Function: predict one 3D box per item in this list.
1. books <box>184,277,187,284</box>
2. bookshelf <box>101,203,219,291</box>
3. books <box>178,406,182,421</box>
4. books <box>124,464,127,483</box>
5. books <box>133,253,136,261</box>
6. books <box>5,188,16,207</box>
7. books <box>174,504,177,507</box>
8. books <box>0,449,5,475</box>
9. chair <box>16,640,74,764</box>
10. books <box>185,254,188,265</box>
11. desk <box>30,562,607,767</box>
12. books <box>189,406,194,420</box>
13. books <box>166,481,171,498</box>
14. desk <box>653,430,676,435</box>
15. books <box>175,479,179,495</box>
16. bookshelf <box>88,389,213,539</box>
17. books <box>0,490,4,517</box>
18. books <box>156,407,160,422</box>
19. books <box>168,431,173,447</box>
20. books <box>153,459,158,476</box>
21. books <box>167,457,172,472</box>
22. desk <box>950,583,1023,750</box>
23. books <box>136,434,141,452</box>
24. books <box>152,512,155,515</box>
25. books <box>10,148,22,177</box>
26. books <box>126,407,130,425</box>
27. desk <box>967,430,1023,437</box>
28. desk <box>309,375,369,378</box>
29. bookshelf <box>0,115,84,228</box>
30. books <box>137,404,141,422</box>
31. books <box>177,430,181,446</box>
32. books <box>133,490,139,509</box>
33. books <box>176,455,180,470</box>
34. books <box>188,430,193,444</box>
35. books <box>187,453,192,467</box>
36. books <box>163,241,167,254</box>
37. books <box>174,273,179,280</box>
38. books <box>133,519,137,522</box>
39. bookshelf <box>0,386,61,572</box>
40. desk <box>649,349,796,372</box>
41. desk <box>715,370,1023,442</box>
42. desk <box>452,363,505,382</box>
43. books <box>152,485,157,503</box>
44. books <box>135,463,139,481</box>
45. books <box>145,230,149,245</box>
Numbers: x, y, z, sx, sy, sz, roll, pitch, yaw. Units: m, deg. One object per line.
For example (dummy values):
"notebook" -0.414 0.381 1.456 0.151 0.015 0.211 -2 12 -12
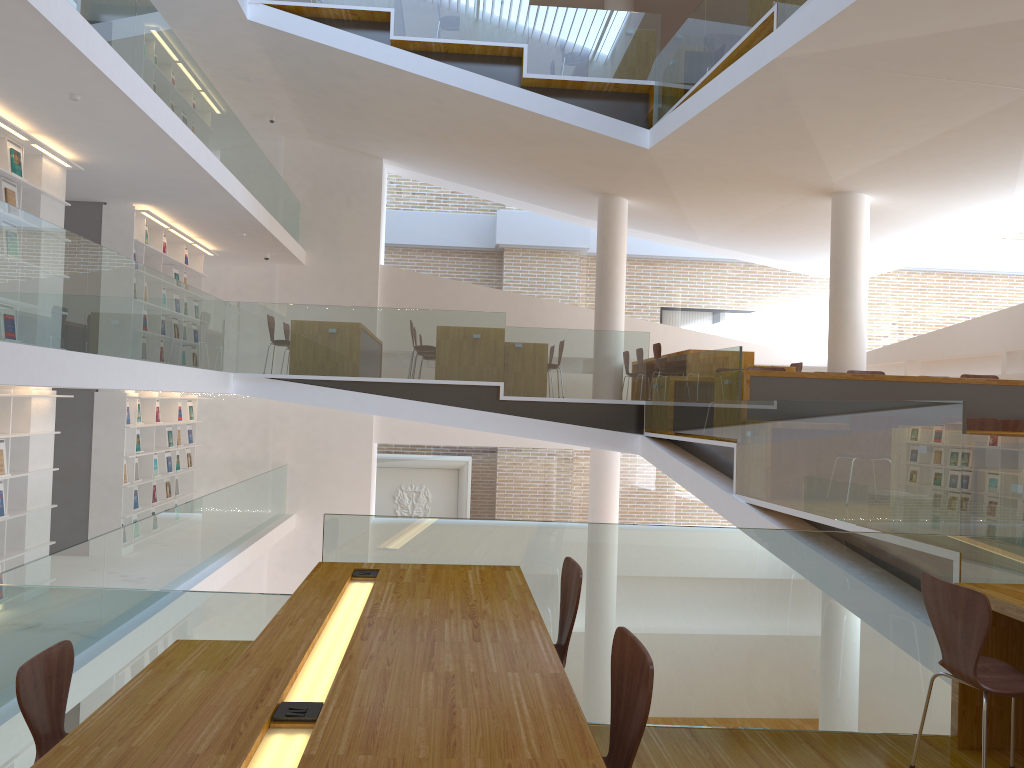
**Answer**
"books" -4.393 -1.330 11.916 0.037 0.210 0.145 2 -1 -4
"bookshelf" -4.389 -1.044 11.242 0.498 1.836 2.984 2 -1 -4
"books" -4.450 0.406 11.875 0.037 0.210 0.145 2 -1 -4
"books" -4.332 1.003 9.887 0.037 0.210 0.145 2 -1 -4
"books" -4.251 -1.373 9.952 0.037 0.210 0.145 2 -1 -4
"books" -3.985 -1.440 7.053 0.037 0.210 0.145 2 -1 -4
"books" -4.489 1.710 11.830 0.037 0.210 0.145 2 -1 -4
"books" -4.053 0.625 7.001 0.037 0.210 0.145 2 -1 -4
"chair" -1.326 1.207 2.822 0.381 0.693 0.428 2 -1 -4
"books" -4.382 -1.644 11.923 0.037 0.210 0.145 2 -1 -4
"desk" -0.515 1.098 1.773 1.285 0.918 3.236 2 -1 -4
"books" -4.488 0.411 12.410 0.037 0.210 0.145 2 -1 -4
"books" -4.455 1.374 11.506 0.037 0.210 0.145 2 -1 -4
"desk" 3.271 0.284 9.577 3.356 0.606 0.760 2 -1 -4
"books" -4.478 1.381 11.838 0.037 0.210 0.145 2 -1 -4
"bookshelf" -4.458 1.015 11.193 0.498 1.836 2.984 2 -1 -4
"books" -4.062 0.953 7.010 0.037 0.210 0.145 2 -1 -4
"books" -4.386 0.386 10.969 0.037 0.210 0.145 2 -1 -4
"books" -4.436 0.713 11.518 0.037 0.210 0.145 2 -1 -4
"books" -4.407 1.031 10.953 0.037 0.210 0.145 2 -1 -4
"books" -4.444 1.049 11.510 0.037 0.210 0.145 2 -1 -4
"desk" 2.144 1.030 1.772 0.760 0.606 3.185 2 -1 -4
"books" -4.346 0.690 10.291 0.037 0.210 0.145 2 -1 -4
"books" -4.426 1.690 10.935 0.037 0.210 0.145 2 -1 -4
"books" -3.975 -1.769 7.112 0.037 0.210 0.145 2 -1 -4
"books" -4.309 0.361 9.919 0.037 0.210 0.145 2 -1 -4
"desk" 3.922 0.693 4.600 3.243 0.785 1.527 2 -1 -4
"desk" -2.162 -0.352 11.318 0.760 0.606 3.194 2 -1 -4
"bookshelf" -4.036 -1.150 6.192 0.498 1.836 3.666 2 -1 -4
"books" -4.336 0.336 10.276 0.037 0.210 0.145 2 -1 -4
"books" -4.461 0.720 11.867 0.037 0.210 0.145 2 -1 -4
"books" -4.368 1.341 10.285 0.037 0.210 0.145 2 -1 -4
"books" -4.468 1.056 11.845 0.037 0.210 0.145 2 -1 -4
"books" -4.496 0.748 12.403 0.037 0.210 0.145 2 -1 -4
"books" -4.507 1.073 12.399 0.037 0.210 0.145 2 -1 -4
"books" -4.318 -1.664 11.017 0.037 0.210 0.145 2 -1 -4
"books" -4.368 -1.337 11.566 0.037 0.210 0.145 2 -1 -4
"books" -4.381 1.686 10.300 0.037 0.210 0.145 2 -1 -4
"bookshelf" -4.155 0.907 6.140 0.397 1.836 3.666 2 -1 -4
"desk" 2.514 0.040 11.704 1.247 0.762 3.194 2 -1 -4
"desk" 3.494 0.452 7.552 3.216 1.022 1.248 2 -1 -4
"desk" -0.336 -0.213 11.443 1.248 0.757 3.196 2 -1 -4
"books" -4.418 1.358 10.946 0.037 0.210 0.145 2 -1 -4
"books" -4.356 1.021 10.268 0.037 0.210 0.145 2 -1 -4
"books" -4.269 -1.694 10.331 0.037 0.210 0.145 2 -1 -4
